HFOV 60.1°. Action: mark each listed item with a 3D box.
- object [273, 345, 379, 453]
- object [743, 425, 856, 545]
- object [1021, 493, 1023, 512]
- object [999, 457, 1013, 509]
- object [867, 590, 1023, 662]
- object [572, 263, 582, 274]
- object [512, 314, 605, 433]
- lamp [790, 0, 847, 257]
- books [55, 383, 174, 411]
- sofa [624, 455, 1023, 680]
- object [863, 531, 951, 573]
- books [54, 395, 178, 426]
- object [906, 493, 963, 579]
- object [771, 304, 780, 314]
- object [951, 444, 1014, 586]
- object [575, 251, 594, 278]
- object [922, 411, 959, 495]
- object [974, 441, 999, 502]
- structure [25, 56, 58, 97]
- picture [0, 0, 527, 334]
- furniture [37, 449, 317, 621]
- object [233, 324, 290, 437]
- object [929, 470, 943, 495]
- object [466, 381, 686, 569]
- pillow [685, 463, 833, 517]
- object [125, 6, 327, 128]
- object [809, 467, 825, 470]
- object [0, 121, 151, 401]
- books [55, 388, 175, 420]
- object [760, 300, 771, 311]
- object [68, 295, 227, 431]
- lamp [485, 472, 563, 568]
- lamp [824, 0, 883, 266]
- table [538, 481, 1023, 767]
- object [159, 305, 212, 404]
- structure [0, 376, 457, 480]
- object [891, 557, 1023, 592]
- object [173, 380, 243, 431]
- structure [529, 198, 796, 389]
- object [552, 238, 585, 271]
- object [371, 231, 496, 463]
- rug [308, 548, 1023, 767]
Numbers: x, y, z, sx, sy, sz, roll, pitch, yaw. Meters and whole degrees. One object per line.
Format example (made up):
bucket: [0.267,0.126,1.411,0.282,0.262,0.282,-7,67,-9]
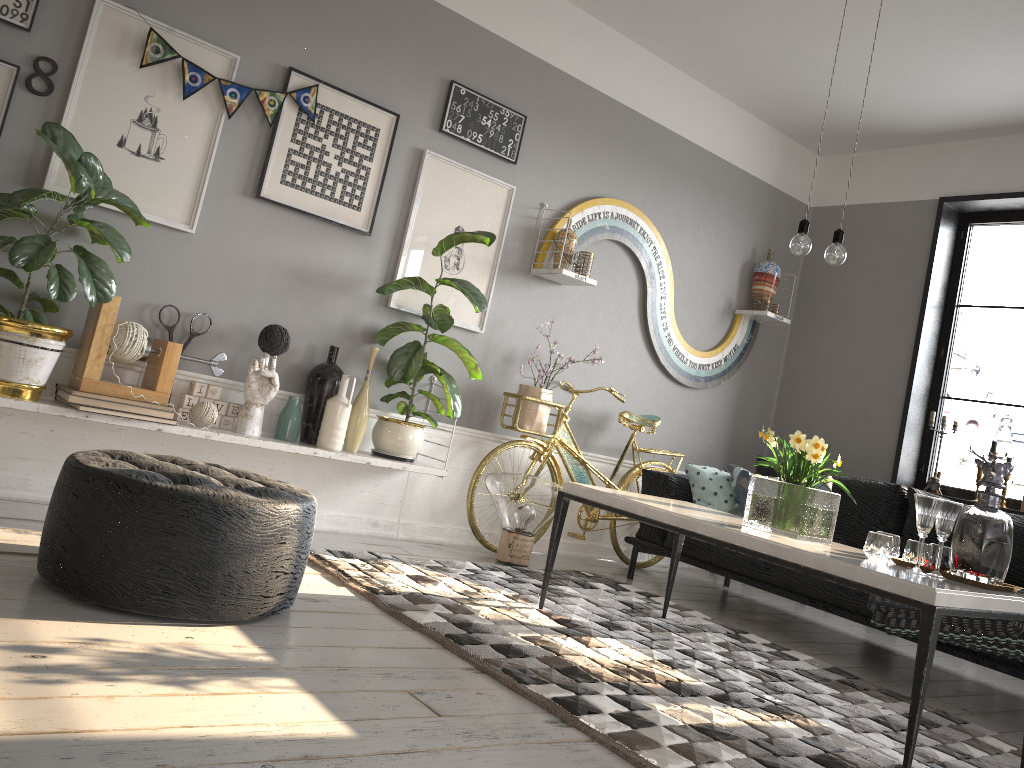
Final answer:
object: [-0.810,0.038,3.949,0.332,0.491,0.283,11,-5,13]
object: [0.965,0.341,3.027,0.322,0.353,0.353,15,-5,-35]
object: [3.057,0.545,4.666,0.133,0.412,0.665,16,-5,-36]
object: [2.813,0.556,5.039,0.075,0.303,0.075,13,-6,-7]
object: [1.810,0.872,3.466,0.485,0.331,0.669,15,-4,-42]
object: [0.358,-0.617,4.869,0.063,0.082,0.062,10,-5,28]
object: [0.269,-0.033,4.707,0.485,0.645,0.253,14,-6,-19]
lamp: [0.944,-1.277,2.593,0.074,1.546,1.382,10,-5,22]
books: [-1.528,0.052,3.408,0.375,0.017,0.230,14,-3,-40]
sofa: [1.673,0.843,4.125,0.961,0.802,2.350,15,-4,-38]
object: [1.257,0.536,2.797,0.247,0.088,0.276,11,-3,31]
books: [-1.523,0.101,3.408,0.364,0.021,0.298,14,-3,-43]
object: [1.245,0.452,2.619,0.166,0.228,0.082,15,-6,-25]
object: [1.720,-0.488,5.775,0.050,0.059,0.049,8,-6,42]
object: [1.458,0.402,2.713,0.155,0.420,0.148,14,-6,-18]
object: [0.392,-0.641,4.796,0.086,0.140,0.085,7,-7,45]
object: [2.555,0.414,5.333,0.145,0.493,0.161,12,-6,-1]
object: [2.740,0.503,5.069,0.122,0.378,0.123,16,-7,-33]
structure: [-2.040,-1.173,3.159,0.732,0.264,0.024,14,-6,-37]
picture: [-1.632,-1.277,0.914,7.228,1.806,4.054,14,-3,-37]
furniture: [-0.960,0.423,2.597,0.739,0.359,0.728,10,-4,40]
object: [-1.062,-0.020,3.772,0.153,0.486,0.137,17,-7,-37]
object: [2.580,0.594,5.365,0.084,0.152,0.085,16,-6,-33]
object: [0.462,0.509,4.915,0.428,0.976,1.610,7,-6,44]
pillow: [1.295,0.594,4.605,0.802,0.364,0.439,10,-4,35]
object: [-1.208,-1.293,3.752,0.906,0.341,0.057,14,-6,-38]
object: [1.877,0.593,5.476,0.141,0.161,0.137,12,-4,1]
object: [-1.669,-0.424,3.188,0.548,0.970,0.505,8,-6,38]
books: [-1.524,0.075,3.399,0.381,0.029,0.261,14,-3,-36]
object: [1.648,-0.504,5.762,0.060,0.079,0.059,8,-6,41]
object: [-1.398,-0.079,3.493,0.541,0.443,0.239,15,-6,-37]
lamp: [0.045,0.667,4.347,0.432,0.440,0.431,13,-4,-7]
lamp: [1.077,-1.247,2.620,0.074,1.546,1.382,10,-5,22]
table: [0.850,0.758,2.972,0.725,0.514,1.461,15,-4,-37]
object: [-1.401,-0.087,3.674,0.219,0.466,0.019,16,-7,-37]
structure: [-1.407,-0.051,3.524,2.751,0.489,0.309,14,-5,-37]
object: [1.368,0.589,2.736,0.244,0.015,0.319,14,-3,-37]
object: [-1.271,0.091,3.738,0.263,0.174,0.078,14,-6,-31]
structure: [0.970,-0.518,5.323,2.004,0.961,0.268,14,-6,-37]
object: [0.291,-0.678,4.698,0.197,0.167,0.060,13,-5,-3]
object: [-0.395,-0.201,4.208,0.567,1.157,0.413,12,-5,2]
rug: [0.542,0.940,3.033,1.754,0.034,2.536,14,-3,-37]
